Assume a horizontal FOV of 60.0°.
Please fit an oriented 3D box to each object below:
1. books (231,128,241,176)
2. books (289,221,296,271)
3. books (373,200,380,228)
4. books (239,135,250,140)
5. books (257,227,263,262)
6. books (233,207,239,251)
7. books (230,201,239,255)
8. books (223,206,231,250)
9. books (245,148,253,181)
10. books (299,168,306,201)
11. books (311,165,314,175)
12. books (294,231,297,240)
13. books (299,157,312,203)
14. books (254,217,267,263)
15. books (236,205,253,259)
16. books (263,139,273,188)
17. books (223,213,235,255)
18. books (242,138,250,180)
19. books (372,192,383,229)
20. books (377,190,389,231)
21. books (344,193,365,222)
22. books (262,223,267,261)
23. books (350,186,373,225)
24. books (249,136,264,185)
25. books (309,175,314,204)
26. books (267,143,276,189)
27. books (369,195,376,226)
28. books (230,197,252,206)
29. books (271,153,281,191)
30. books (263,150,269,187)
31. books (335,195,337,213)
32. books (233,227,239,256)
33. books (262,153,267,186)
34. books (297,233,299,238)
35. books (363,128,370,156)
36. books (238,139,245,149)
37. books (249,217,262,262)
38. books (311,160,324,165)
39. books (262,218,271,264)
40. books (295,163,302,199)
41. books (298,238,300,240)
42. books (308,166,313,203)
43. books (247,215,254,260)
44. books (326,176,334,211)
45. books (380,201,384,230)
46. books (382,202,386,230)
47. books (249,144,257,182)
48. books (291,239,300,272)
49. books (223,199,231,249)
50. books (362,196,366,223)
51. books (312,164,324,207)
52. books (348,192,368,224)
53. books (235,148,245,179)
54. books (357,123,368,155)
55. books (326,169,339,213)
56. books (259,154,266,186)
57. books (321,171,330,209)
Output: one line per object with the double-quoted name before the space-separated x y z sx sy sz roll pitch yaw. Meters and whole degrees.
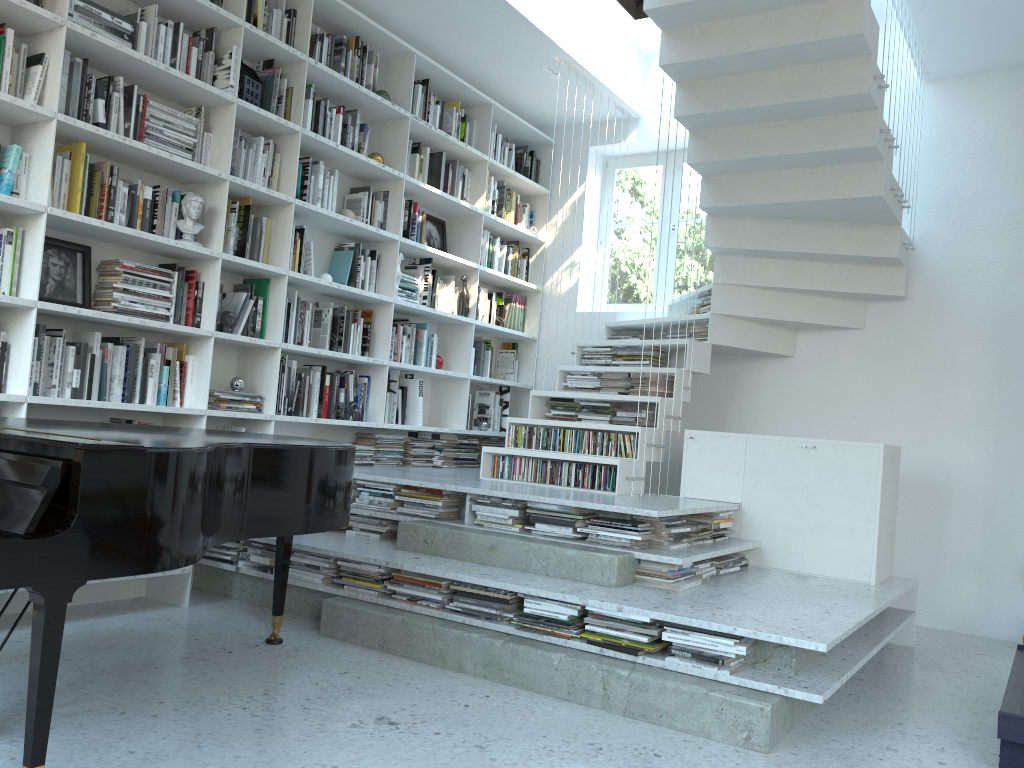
"books" -1.417 -1.116 4.387 0.159 0.285 0.019 3 -3 32
"books" -1.225 -0.713 4.667 0.191 0.279 0.013 3 -3 32
"books" -0.864 -0.983 5.260 0.173 0.202 0.013 3 -3 32
"books" -1.380 -1.105 4.438 0.146 0.275 0.019 3 -3 32
"books" -1.344 -0.694 4.495 0.181 0.204 0.034 3 -3 32
"books" -1.433 -0.743 4.408 0.139 0.278 0.035 3 -3 32
"books" -1.423 -0.752 4.380 0.163 0.294 0.019 3 -3 32
"books" -1.453 -0.755 4.355 0.145 0.293 0.035 3 -3 32
"books" -1.376 -1.070 4.446 0.171 0.207 0.023 3 -3 32
"books" -1.183 -1.043 4.754 0.161 0.215 0.026 3 -3 32
"books" -1.141 -1.056 4.823 0.131 0.256 0.011 3 -3 32
"books" -1.217 -0.691 4.726 0.169 0.242 0.008 3 -3 32
"books" -1.154 -1.072 4.762 0.177 0.280 0.014 3 -3 32
"books" -1.328 -0.721 4.545 0.143 0.266 0.032 3 -3 32
"books" -1.378 -0.745 4.427 0.182 0.293 0.019 3 -3 32
"books" -1.304 -1.102 4.551 0.154 0.293 0.028 3 -3 32
"books" -1.437 -0.722 4.366 0.180 0.231 0.015 3 -3 32
"books" -1.388 -1.093 4.425 0.164 0.250 0.028 3 -3 32
"books" -0.846 -1.008 5.268 0.175 0.256 0.016 3 -3 32
"books" -0.817 -1.014 5.307 0.182 0.278 0.005 3 -3 32
"books" -0.927 -1.001 5.180 0.140 0.220 0.015 3 -3 32
"books" -1.331 -0.711 4.569 0.149 0.247 0.019 3 -3 32
"books" -0.893 -1.021 5.199 0.164 0.267 0.015 3 -3 32
"books" -1.333 -1.100 4.460 0.186 0.275 0.028 3 -3 32
"books" -1.148 -1.026 4.804 0.171 0.194 0.025 3 -3 32
"books" -1.295 -1.092 4.563 0.173 0.277 0.025 3 -3 32
"books" -0.883 -0.998 5.241 0.160 0.228 0.016 3 -3 32
"books" -1.385 -0.767 4.449 0.169 0.337 0.022 3 -3 32
"books" -1.274 -1.066 4.567 0.176 0.229 0.028 3 -3 32
"books" -1.314 -1.074 4.534 0.149 0.234 0.024 3 -3 32
"books" -1.048 -1.038 4.981 0.161 0.254 0.034 3 -3 32
"books" -1.426 -0.692 4.429 0.131 0.181 0.030 3 -3 32
"books" -1.319 -1.063 4.514 0.157 0.211 0.029 3 -3 32
"books" -1.204 -0.688 4.756 0.132 0.242 0.017 3 -3 32
"books" -0.914 -1.369 5.136 0.182 0.216 0.048 3 -3 32
"books" -1.402 -1.092 4.413 0.159 0.242 0.024 3 -3 32
"books" -1.349 -0.714 4.471 0.188 0.242 0.027 3 -3 32
"books" -1.114 -1.071 4.867 0.159 0.295 0.027 3 -3 32
"books" -1.318 -0.719 4.584 0.141 0.268 0.033 3 -3 32
"books" -1.191 -1.055 4.737 0.157 0.236 0.013 3 -3 32
"books" -1.201 -0.673 4.739 0.158 0.211 0.007 3 -3 32
"books" -1.151 -1.050 4.780 0.164 0.237 0.022 3 -3 32
"books" -1.382 -0.723 4.464 0.174 0.253 0.033 3 -3 32
"books" -1.071 -1.033 4.923 0.183 0.232 0.021 3 -3 32
"books" -0.840 -0.981 5.278 0.173 0.204 0.013 3 -3 32
"books" -0.830 -0.980 5.301 0.169 0.206 0.012 3 -3 32
"books" -1.362 -1.083 4.456 0.178 0.236 0.023 3 -3 32
"books" -1.204 -0.665 4.700 0.191 0.192 0.017 3 -3 32
"books" -1.447 -0.755 4.336 0.145 0.293 0.035 3 -3 32
"books" -0.919 -0.993 5.187 0.153 0.205 0.005 3 -3 32
"books" -1.109 -1.056 4.828 0.182 0.263 0.030 3 -3 32
"books" -0.912 -1.005 5.193 0.154 0.232 0.012 3 -3 32
"books" -1.397 -1.064 4.384 0.181 0.185 0.028 3 -3 32
"books" -0.918 -1.380 5.112 0.171 0.235 0.054 3 -3 32
"books" -1.048 -1.050 4.937 0.169 0.272 0.024 3 -3 32
"books" -1.330 -1.058 4.496 0.185 0.196 0.027 3 -3 32
"books" -1.090 -1.043 4.880 0.183 0.244 0.025 3 -3 32
